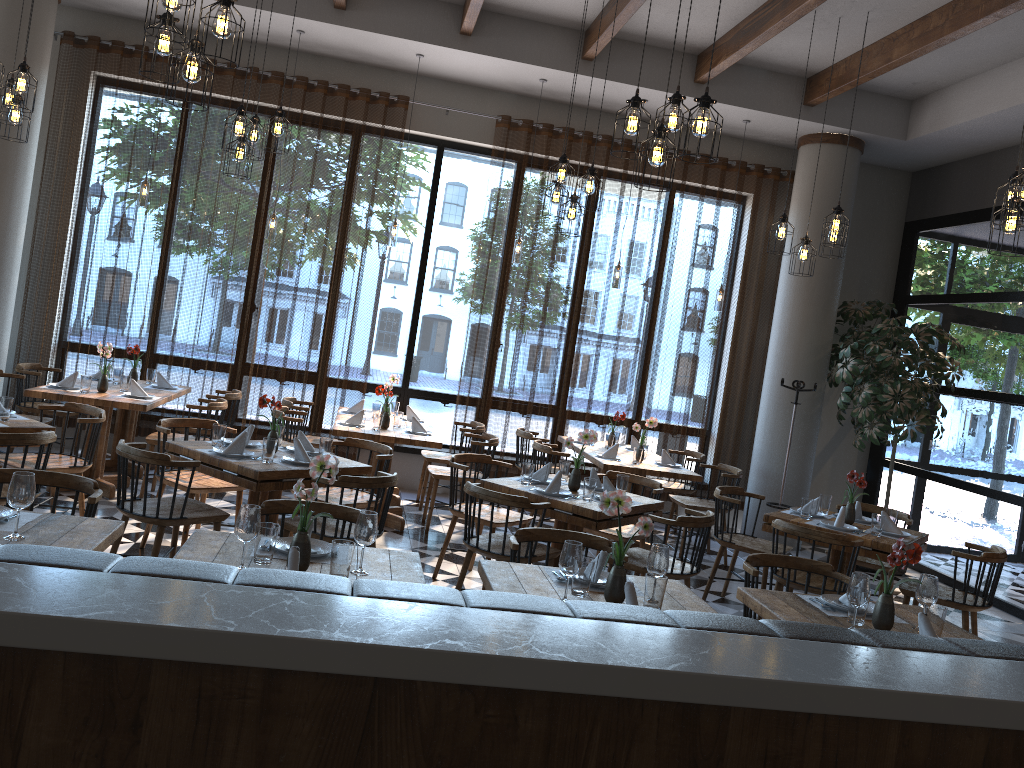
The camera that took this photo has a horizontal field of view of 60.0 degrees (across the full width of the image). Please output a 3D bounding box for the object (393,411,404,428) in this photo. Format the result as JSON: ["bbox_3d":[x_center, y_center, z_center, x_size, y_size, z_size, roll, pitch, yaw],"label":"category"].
[{"bbox_3d":[-0.959,0.300,7.459,0.080,0.132,0.080,8,1,-25],"label":"object"}]

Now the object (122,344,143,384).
[{"bbox_3d":[-3.297,-0.175,7.680,0.156,0.355,0.171,9,1,13],"label":"object"}]

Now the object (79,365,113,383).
[{"bbox_3d":[-3.563,-0.105,7.684,0.271,0.137,0.352,8,3,-10],"label":"object"}]

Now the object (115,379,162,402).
[{"bbox_3d":[-2.900,0.035,6.902,0.271,0.137,0.352,8,3,-10],"label":"object"}]

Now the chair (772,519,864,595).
[{"bbox_3d":[1.802,1.251,5.346,0.521,0.817,0.548,9,2,35],"label":"chair"}]

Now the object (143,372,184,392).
[{"bbox_3d":[-3.045,-0.032,7.779,0.271,0.137,0.352,8,3,-10],"label":"object"}]

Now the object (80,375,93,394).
[{"bbox_3d":[-3.210,0.003,6.673,0.080,0.132,0.080,8,1,-25],"label":"object"}]

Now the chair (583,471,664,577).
[{"bbox_3d":[0.699,1.047,6.082,0.521,0.817,0.548,9,2,35],"label":"chair"}]

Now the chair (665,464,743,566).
[{"bbox_3d":[1.666,1.106,7.715,0.549,0.817,0.520,8,1,-10],"label":"chair"}]

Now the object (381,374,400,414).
[{"bbox_3d":[-1.109,0.109,8.093,0.146,0.400,0.207,8,1,-6],"label":"object"}]

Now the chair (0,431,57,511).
[{"bbox_3d":[-2.722,0.612,4.574,0.551,0.817,0.518,9,2,35],"label":"chair"}]

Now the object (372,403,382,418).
[{"bbox_3d":[-1.211,0.239,7.894,0.080,0.132,0.080,9,1,25],"label":"object"}]

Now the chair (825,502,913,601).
[{"bbox_3d":[2.543,1.307,6.397,0.521,0.817,0.548,9,2,35],"label":"chair"}]

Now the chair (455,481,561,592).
[{"bbox_3d":[-0.042,0.990,5.032,0.521,0.817,0.548,9,2,35],"label":"chair"}]

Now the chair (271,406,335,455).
[{"bbox_3d":[-1.710,0.630,7.139,0.549,0.817,0.520,8,1,-10],"label":"chair"}]

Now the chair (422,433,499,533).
[{"bbox_3d":[-0.437,0.810,7.356,0.549,0.817,0.520,8,1,-10],"label":"chair"}]

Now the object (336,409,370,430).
[{"bbox_3d":[-1.275,0.265,7.173,0.271,0.137,0.352,8,3,-10],"label":"object"}]

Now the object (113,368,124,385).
[{"bbox_3d":[-3.352,-0.063,7.529,0.080,0.132,0.080,9,1,15],"label":"object"}]

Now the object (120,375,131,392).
[{"bbox_3d":[-3.100,-0.002,7.094,0.080,0.132,0.080,8,1,-25],"label":"object"}]

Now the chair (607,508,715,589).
[{"bbox_3d":[0.847,1.116,5.183,0.551,0.817,0.518,9,2,35],"label":"chair"}]

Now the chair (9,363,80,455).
[{"bbox_3d":[-3.995,0.263,7.605,0.549,0.817,0.520,8,1,-10],"label":"chair"}]

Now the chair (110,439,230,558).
[{"bbox_3d":[-1.856,0.734,4.722,0.521,0.817,0.548,9,2,35],"label":"chair"}]

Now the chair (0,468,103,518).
[{"bbox_3d":[-1.948,0.787,3.442,0.519,0.817,0.551,8,1,-10],"label":"chair"}]

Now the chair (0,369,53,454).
[{"bbox_3d":[-3.858,0.327,6.773,0.549,0.817,0.520,8,1,-10],"label":"chair"}]

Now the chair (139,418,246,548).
[{"bbox_3d":[-2.005,0.665,5.621,0.551,0.817,0.518,9,2,35],"label":"chair"}]

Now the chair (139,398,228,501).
[{"bbox_3d":[-2.584,0.507,6.990,0.549,0.817,0.520,8,1,-10],"label":"chair"}]

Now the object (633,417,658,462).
[{"bbox_3d":[1.122,0.471,7.571,0.206,0.400,0.146,8,1,-17],"label":"object"}]

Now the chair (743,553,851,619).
[{"bbox_3d":[1.277,1.242,3.992,0.519,0.817,0.551,8,1,-10],"label":"chair"}]

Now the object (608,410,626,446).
[{"bbox_3d":[1.000,0.429,8.454,0.170,0.355,0.156,8,1,-34],"label":"object"}]

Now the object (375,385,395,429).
[{"bbox_3d":[-1.052,0.186,7.217,0.170,0.355,0.156,8,1,-31],"label":"object"}]

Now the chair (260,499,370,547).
[{"bbox_3d":[-0.873,0.939,3.626,0.519,0.817,0.551,8,1,-10],"label":"chair"}]

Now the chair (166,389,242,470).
[{"bbox_3d":[-2.722,0.443,7.822,0.549,0.817,0.520,8,1,-10],"label":"chair"}]

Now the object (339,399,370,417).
[{"bbox_3d":[-1.420,0.197,8.050,0.271,0.137,0.352,8,3,-10],"label":"object"}]

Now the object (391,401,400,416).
[{"bbox_3d":[-1.101,0.234,8.315,0.080,0.132,0.080,9,1,25],"label":"object"}]

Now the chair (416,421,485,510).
[{"bbox_3d":[-0.574,0.746,8.188,0.549,0.817,0.520,8,1,-10],"label":"chair"}]

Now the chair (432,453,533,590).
[{"bbox_3d":[-0.191,0.921,5.931,0.551,0.817,0.518,9,2,35],"label":"chair"}]

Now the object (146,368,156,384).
[{"bbox_3d":[-3.241,-0.068,7.950,0.080,0.132,0.080,9,1,15],"label":"object"}]

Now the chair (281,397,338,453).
[{"bbox_3d":[-1.848,0.566,7.971,0.549,0.817,0.520,8,1,-10],"label":"chair"}]

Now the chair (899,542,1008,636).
[{"bbox_3d":[2.712,1.378,5.510,0.551,0.817,0.518,9,2,35],"label":"chair"}]

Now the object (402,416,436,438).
[{"bbox_3d":[-0.756,0.338,7.268,0.271,0.137,0.352,8,3,-10],"label":"object"}]

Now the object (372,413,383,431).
[{"bbox_3d":[-1.069,0.305,7.038,0.080,0.132,0.080,8,1,-25],"label":"object"}]

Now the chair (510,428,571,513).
[{"bbox_3d":[0.255,0.863,8.330,0.549,0.817,0.520,8,1,-10],"label":"chair"}]

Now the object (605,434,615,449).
[{"bbox_3d":[0.906,0.538,8.256,0.080,0.132,0.080,9,1,5],"label":"object"}]

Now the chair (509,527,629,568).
[{"bbox_3d":[0.202,1.091,3.809,0.519,0.817,0.551,8,1,-10],"label":"chair"}]

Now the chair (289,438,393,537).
[{"bbox_3d":[-1.115,0.791,5.773,0.521,0.817,0.548,9,2,35],"label":"chair"}]

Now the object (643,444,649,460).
[{"bbox_3d":[1.158,0.599,7.820,0.080,0.132,0.080,8,1,-25],"label":"object"}]

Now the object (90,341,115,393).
[{"bbox_3d":[-3.168,-0.135,6.851,0.207,0.400,0.146,10,1,44],"label":"object"}]

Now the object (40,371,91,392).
[{"bbox_3d":[-3.418,-0.037,6.808,0.271,0.137,0.352,8,3,-10],"label":"object"}]

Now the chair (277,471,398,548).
[{"bbox_3d":[-0.967,0.860,4.874,0.551,0.817,0.518,9,2,35],"label":"chair"}]

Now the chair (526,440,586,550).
[{"bbox_3d":[0.393,0.927,7.498,0.549,0.817,0.520,8,1,-10],"label":"chair"}]

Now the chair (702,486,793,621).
[{"bbox_3d":[1.654,1.181,6.245,0.551,0.817,0.518,9,2,35],"label":"chair"}]

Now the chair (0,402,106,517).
[{"bbox_3d":[-2.871,0.543,5.473,0.521,0.817,0.548,9,2,35],"label":"chair"}]

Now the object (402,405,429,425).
[{"bbox_3d":[-0.901,0.270,8.144,0.271,0.137,0.352,8,3,-10],"label":"object"}]

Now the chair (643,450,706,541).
[{"bbox_3d":[1.528,1.042,8.547,0.549,0.817,0.520,8,1,-10],"label":"chair"}]

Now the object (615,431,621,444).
[{"bbox_3d":[1.016,0.533,8.676,0.080,0.132,0.080,9,1,5],"label":"object"}]
